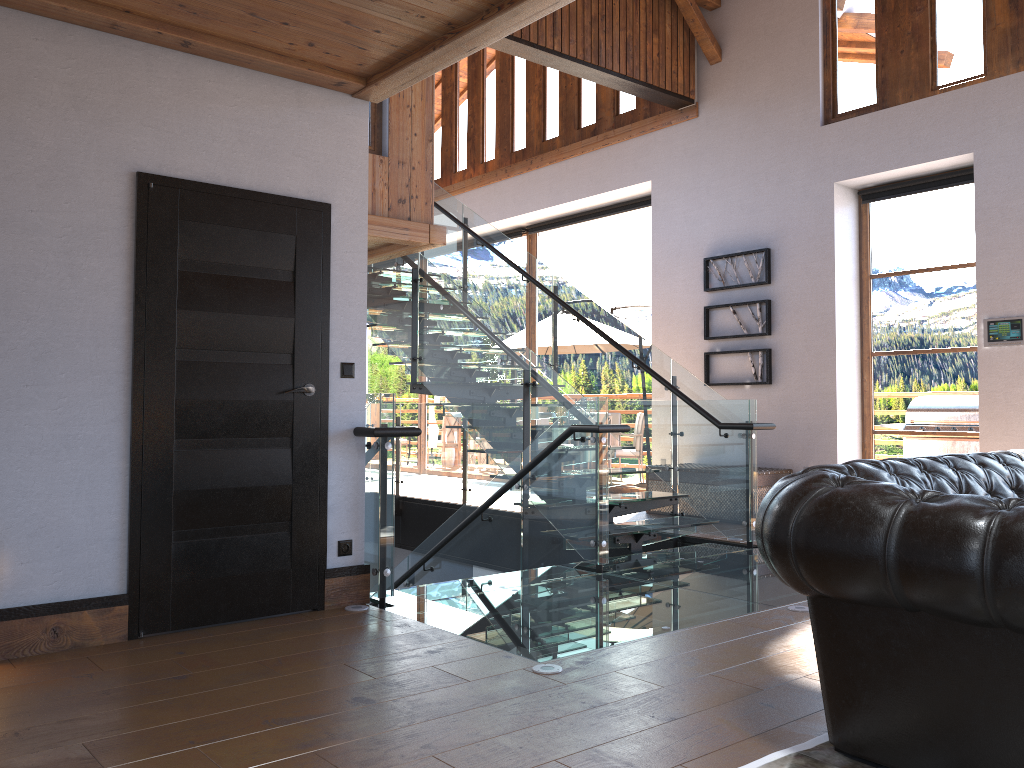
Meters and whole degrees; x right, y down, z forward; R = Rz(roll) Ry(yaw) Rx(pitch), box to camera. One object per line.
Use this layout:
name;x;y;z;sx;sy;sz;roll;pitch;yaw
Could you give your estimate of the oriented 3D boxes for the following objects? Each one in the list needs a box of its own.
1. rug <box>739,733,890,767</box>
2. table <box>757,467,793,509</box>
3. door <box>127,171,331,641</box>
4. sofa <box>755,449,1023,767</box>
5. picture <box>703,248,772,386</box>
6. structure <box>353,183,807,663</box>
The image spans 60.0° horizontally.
rug;1.803;1.000;0.864;2.460;0.053;3.995;2;-2;-39
table;1.962;1.028;8.475;0.692;0.470;1.239;2;-2;-39
door;-1.309;0.096;4.199;0.952;2.056;0.142;2;-3;-39
sofa;1.943;0.674;3.047;2.596;0.839;1.224;2;-3;-40
picture;2.229;-0.644;8.797;0.060;1.313;0.764;2;-3;-39
structure;0.234;0.928;10.390;9.318;6.402;10.892;2;-3;-39
